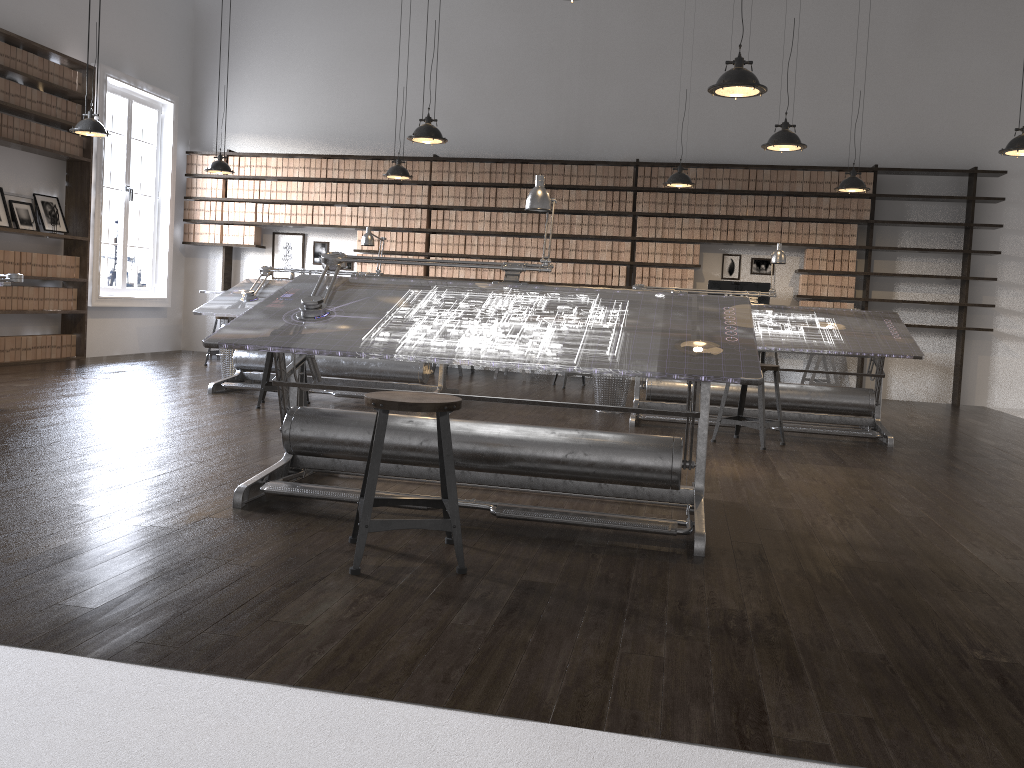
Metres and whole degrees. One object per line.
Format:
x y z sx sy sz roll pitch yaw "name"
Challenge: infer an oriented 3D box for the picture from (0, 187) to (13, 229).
-4.743 -1.619 8.072 0.149 0.390 0.374 4 4 11 "picture"

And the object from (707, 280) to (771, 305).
2.397 -0.829 9.408 0.643 0.517 0.205 4 3 11 "object"

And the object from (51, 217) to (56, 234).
-4.486 -1.545 8.655 0.040 0.165 0.066 4 3 11 "object"

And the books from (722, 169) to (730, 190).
2.327 -2.215 9.633 0.067 0.225 0.175 4 4 11 "books"

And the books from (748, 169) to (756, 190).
2.597 -2.195 9.583 0.067 0.225 0.175 4 4 11 "books"

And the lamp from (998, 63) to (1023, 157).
3.496 -2.670 5.888 0.310 2.247 0.313 3 2 -10 "lamp"

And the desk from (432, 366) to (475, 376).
-1.173 -0.485 9.977 1.669 0.668 0.657 4 4 11 "desk"

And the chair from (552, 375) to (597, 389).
0.647 -0.222 9.009 0.371 0.527 0.359 2 3 -16 "chair"

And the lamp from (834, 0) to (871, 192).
3.167 -2.890 8.045 0.311 2.247 0.313 5 3 35 "lamp"

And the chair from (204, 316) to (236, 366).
-2.946 -0.441 9.265 0.372 0.527 0.359 4 4 19 "chair"

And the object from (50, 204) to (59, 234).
-4.505 -1.622 8.718 0.040 0.303 0.118 4 3 11 "object"

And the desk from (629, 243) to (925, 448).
1.825 -0.367 6.571 2.070 1.383 1.079 4 4 11 "desk"

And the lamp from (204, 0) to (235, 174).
-2.998 -3.334 9.216 0.310 2.247 0.313 3 2 -10 "lamp"

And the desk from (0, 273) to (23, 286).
-3.782 -0.451 5.280 1.269 1.186 1.174 4 4 11 "desk"

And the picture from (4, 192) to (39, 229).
-4.714 -1.639 8.488 0.095 0.360 0.435 4 4 11 "picture"

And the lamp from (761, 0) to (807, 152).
1.972 -2.780 6.179 0.311 2.247 0.313 5 3 35 "lamp"

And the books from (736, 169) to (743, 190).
2.460 -2.206 9.612 0.067 0.225 0.175 4 4 11 "books"

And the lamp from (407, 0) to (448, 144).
-0.581 -2.964 6.666 0.311 2.247 0.313 5 3 31 "lamp"

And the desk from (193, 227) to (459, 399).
-1.462 -0.604 7.198 2.281 1.383 1.079 4 4 11 "desk"

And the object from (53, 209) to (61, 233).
-4.521 -1.608 8.792 0.040 0.261 0.111 4 3 11 "object"

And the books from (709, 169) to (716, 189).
2.189 -2.225 9.667 0.067 0.225 0.175 4 4 11 "books"

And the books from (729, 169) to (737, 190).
2.398 -2.209 9.619 0.067 0.225 0.175 4 4 11 "books"

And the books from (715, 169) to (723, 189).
2.256 -2.220 9.650 0.067 0.225 0.175 4 4 11 "books"

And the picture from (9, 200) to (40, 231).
-4.673 -1.603 8.494 0.127 0.290 0.290 4 4 11 "picture"

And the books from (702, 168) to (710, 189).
2.120 -2.230 9.678 0.067 0.225 0.175 4 4 11 "books"

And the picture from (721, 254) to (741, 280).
2.429 -1.297 9.816 0.201 0.284 0.022 4 2 10 "picture"

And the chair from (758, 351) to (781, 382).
2.428 -0.096 8.696 0.358 0.527 0.373 2 4 -21 "chair"

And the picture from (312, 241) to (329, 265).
-2.314 -1.583 10.722 0.201 0.284 0.022 4 2 10 "picture"

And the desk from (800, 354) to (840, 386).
2.656 -0.208 9.247 1.669 0.668 0.657 4 4 11 "desk"

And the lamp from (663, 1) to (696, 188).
1.644 -3.000 8.336 0.311 2.247 0.313 5 3 35 "lamp"

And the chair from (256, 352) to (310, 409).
-1.620 -0.094 6.334 0.358 0.527 0.373 2 3 -11 "chair"

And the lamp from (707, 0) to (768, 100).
1.261 -2.671 4.672 0.311 2.260 0.313 5 3 35 "lamp"

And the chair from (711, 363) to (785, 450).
1.550 0.134 5.737 0.372 0.527 0.358 6 4 39 "chair"

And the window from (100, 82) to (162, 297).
-4.316 -2.109 9.896 0.153 2.304 1.247 4 3 11 "window"

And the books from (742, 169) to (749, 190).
2.525 -2.201 9.602 0.067 0.225 0.175 4 4 11 "books"

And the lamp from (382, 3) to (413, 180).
-1.087 -3.197 8.856 0.310 2.247 0.313 3 2 -10 "lamp"

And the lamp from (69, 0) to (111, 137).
-3.390 -3.167 7.201 0.310 2.247 0.313 3 2 -10 "lamp"

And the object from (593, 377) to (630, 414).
0.792 0.034 7.075 0.354 0.377 0.353 5 4 32 "object"

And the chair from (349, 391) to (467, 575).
-0.329 0.303 2.840 0.358 0.527 0.373 2 3 -11 "chair"

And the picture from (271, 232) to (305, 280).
-2.729 -1.554 10.792 0.415 0.573 0.040 4 2 11 "picture"

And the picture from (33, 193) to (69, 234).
-4.611 -1.704 8.860 0.161 0.363 0.344 4 4 11 "picture"

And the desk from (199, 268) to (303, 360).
-2.770 -0.815 10.243 1.269 1.095 1.074 4 4 11 "desk"

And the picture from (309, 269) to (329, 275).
-2.340 -1.291 10.735 0.251 0.183 0.023 4 3 11 "picture"

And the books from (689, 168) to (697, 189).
1.980 -2.240 9.702 0.067 0.225 0.175 4 4 11 "books"

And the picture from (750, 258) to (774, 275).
2.758 -1.293 9.752 0.251 0.183 0.023 4 3 11 "picture"

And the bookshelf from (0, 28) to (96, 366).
-4.799 -1.306 7.976 0.413 3.715 2.479 4 3 11 "bookshelf"

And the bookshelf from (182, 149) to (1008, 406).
0.496 -0.960 10.116 9.181 3.201 0.374 4 3 11 "bookshelf"

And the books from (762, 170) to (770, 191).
2.740 -2.185 9.556 0.067 0.225 0.175 4 4 11 "books"

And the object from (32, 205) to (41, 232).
-4.546 -1.579 8.470 0.040 0.259 0.124 4 3 11 "object"

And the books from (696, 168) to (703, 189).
2.050 -2.235 9.687 0.067 0.225 0.175 4 4 11 "books"

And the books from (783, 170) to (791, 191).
2.945 -2.170 9.515 0.067 0.225 0.175 4 4 11 "books"

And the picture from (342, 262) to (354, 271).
-2.028 -1.460 10.670 0.251 0.183 0.023 4 3 11 "picture"

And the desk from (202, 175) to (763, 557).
-0.064 -0.199 3.689 2.070 1.383 1.079 4 4 11 "desk"

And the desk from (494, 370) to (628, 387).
0.557 -0.360 9.647 1.669 0.668 0.657 4 4 11 "desk"

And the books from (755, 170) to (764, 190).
2.671 -2.190 9.574 0.067 0.225 0.175 4 4 11 "books"
